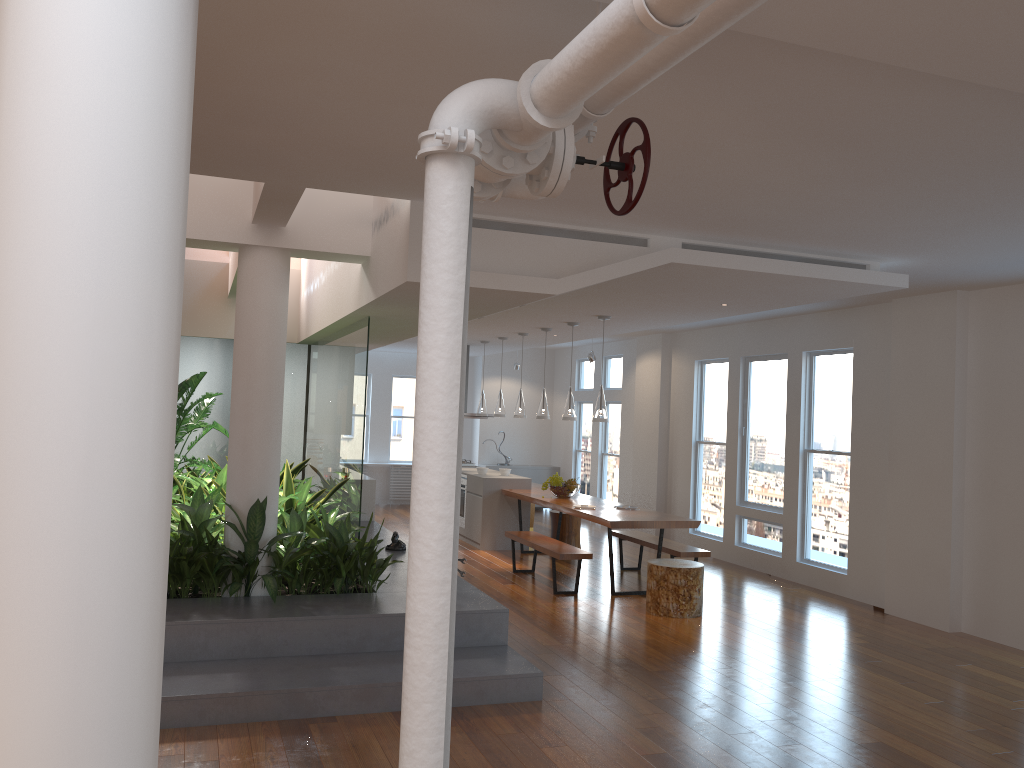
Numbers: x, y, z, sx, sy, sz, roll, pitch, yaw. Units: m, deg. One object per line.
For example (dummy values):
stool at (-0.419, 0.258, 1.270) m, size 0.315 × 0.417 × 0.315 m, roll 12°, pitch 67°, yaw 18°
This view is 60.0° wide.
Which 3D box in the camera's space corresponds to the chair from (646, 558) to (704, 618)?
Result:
chair at (1.344, 1.680, 7.321) m, size 0.460 × 0.400 × 0.460 m, roll 3°, pitch -2°, yaw -10°

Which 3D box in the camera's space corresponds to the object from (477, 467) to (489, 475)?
object at (-0.360, 1.057, 10.743) m, size 0.152 × 0.082 × 0.152 m, roll 2°, pitch -2°, yaw 20°

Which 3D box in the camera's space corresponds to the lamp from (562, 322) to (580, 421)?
lamp at (0.601, -0.161, 8.969) m, size 0.160 × 1.060 × 0.160 m, roll 2°, pitch -2°, yaw 7°

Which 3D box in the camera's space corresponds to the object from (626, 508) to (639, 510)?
object at (1.160, 1.202, 8.538) m, size 0.158 × 0.017 × 0.019 m, roll 3°, pitch -2°, yaw -25°

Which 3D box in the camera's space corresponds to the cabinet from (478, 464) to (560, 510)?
cabinet at (0.107, 1.718, 14.730) m, size 1.309 × 0.725 × 0.420 m, roll 3°, pitch -2°, yaw -20°

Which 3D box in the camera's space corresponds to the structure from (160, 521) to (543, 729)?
structure at (-2.219, 1.548, 7.017) m, size 3.088 × 0.386 × 5.584 m, roll 3°, pitch -2°, yaw -20°

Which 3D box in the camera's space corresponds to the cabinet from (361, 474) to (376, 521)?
cabinet at (-2.537, 0.746, 11.612) m, size 0.676 × 2.280 × 4.565 m, roll 3°, pitch -2°, yaw -20°

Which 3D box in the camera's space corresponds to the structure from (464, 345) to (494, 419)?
structure at (-0.785, -0.224, 12.580) m, size 0.909 × 1.405 × 0.900 m, roll 3°, pitch -2°, yaw -20°

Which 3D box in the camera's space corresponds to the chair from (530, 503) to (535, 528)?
chair at (0.080, 1.798, 12.635) m, size 0.344 × 0.430 × 0.549 m, roll 3°, pitch -2°, yaw -16°

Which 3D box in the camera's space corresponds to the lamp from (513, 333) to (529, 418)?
lamp at (0.113, -0.134, 10.330) m, size 0.160 × 1.060 × 0.160 m, roll 2°, pitch -2°, yaw 7°

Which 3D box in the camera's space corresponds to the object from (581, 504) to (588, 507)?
object at (0.699, 1.178, 8.537) m, size 0.079 × 0.030 × 0.070 m, roll 1°, pitch -2°, yaw 34°

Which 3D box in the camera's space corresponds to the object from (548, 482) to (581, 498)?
object at (0.558, 1.149, 9.523) m, size 0.360 × 0.159 × 0.360 m, roll 1°, pitch -2°, yaw 34°

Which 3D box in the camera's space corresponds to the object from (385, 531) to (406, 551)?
object at (-1.012, 1.348, 7.640) m, size 0.181 × 0.155 × 0.216 m, roll 1°, pitch -2°, yaw 35°

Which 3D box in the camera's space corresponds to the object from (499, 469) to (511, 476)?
object at (-0.084, 1.067, 10.710) m, size 0.152 × 0.082 × 0.152 m, roll 1°, pitch -2°, yaw 31°

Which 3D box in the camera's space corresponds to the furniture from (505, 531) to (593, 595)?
furniture at (0.310, 1.683, 8.372) m, size 0.316 × 0.389 × 1.433 m, roll 3°, pitch -2°, yaw -20°

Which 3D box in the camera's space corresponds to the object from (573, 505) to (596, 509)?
object at (0.699, 1.184, 8.537) m, size 0.222 × 0.020 × 0.222 m, roll 2°, pitch -2°, yaw 21°

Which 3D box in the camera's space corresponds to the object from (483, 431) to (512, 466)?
object at (-0.214, 1.054, 14.581) m, size 0.210 × 0.563 × 0.590 m, roll 1°, pitch -3°, yaw 42°

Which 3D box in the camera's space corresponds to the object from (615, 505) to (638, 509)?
object at (1.112, 1.204, 8.634) m, size 0.222 × 0.020 × 0.222 m, roll 3°, pitch -2°, yaw -28°

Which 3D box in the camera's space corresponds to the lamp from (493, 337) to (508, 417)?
lamp at (-0.131, -0.120, 11.010) m, size 0.160 × 1.060 × 0.160 m, roll 2°, pitch -2°, yaw 7°

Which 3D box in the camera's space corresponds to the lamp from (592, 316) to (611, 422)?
lamp at (0.845, -0.175, 8.288) m, size 0.160 × 1.060 × 0.160 m, roll 2°, pitch -2°, yaw 7°

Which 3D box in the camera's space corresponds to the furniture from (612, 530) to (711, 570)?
furniture at (1.432, 1.743, 8.773) m, size 0.316 × 0.389 × 1.433 m, roll 3°, pitch -2°, yaw -20°

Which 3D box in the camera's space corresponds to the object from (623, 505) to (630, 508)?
object at (1.112, 1.198, 8.634) m, size 0.079 × 0.030 × 0.070 m, roll 1°, pitch -2°, yaw 24°

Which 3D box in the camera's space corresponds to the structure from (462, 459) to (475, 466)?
structure at (-0.851, 1.105, 12.559) m, size 0.520 × 0.073 × 0.650 m, roll 3°, pitch -2°, yaw -20°

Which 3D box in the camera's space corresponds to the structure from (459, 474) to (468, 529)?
structure at (-0.658, 1.446, 11.108) m, size 0.072 × 0.648 × 0.644 m, roll 3°, pitch -2°, yaw -20°

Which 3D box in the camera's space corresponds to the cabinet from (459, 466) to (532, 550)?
cabinet at (-0.560, 1.538, 11.677) m, size 0.597 × 0.832 × 2.936 m, roll 3°, pitch -2°, yaw -20°

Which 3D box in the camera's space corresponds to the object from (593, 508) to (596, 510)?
object at (0.731, 1.184, 8.405) m, size 0.149 × 0.014 × 0.044 m, roll 3°, pitch -2°, yaw -21°

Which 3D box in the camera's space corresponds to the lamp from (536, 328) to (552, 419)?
lamp at (0.357, -0.148, 9.649) m, size 0.160 × 1.060 × 0.160 m, roll 2°, pitch -2°, yaw 7°

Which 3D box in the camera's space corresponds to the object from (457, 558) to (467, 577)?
object at (-0.440, 1.114, 6.026) m, size 0.318 × 0.565 × 0.134 m, roll 2°, pitch -2°, yaw 17°

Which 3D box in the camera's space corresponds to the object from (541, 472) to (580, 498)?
object at (0.532, 1.085, 9.530) m, size 0.292 × 0.284 × 0.394 m, roll 1°, pitch -2°, yaw 34°

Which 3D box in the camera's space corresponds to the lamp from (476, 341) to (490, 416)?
lamp at (-0.375, -0.106, 11.691) m, size 0.160 × 1.060 × 0.160 m, roll 2°, pitch -2°, yaw 7°

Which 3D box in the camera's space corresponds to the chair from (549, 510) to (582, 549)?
chair at (0.633, 1.739, 10.481) m, size 0.396 × 0.455 × 0.402 m, roll 3°, pitch -2°, yaw -30°

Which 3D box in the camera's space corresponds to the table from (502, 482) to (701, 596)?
table at (0.223, 1.592, 10.473) m, size 0.893 × 0.704 × 5.996 m, roll 3°, pitch -2°, yaw -20°
